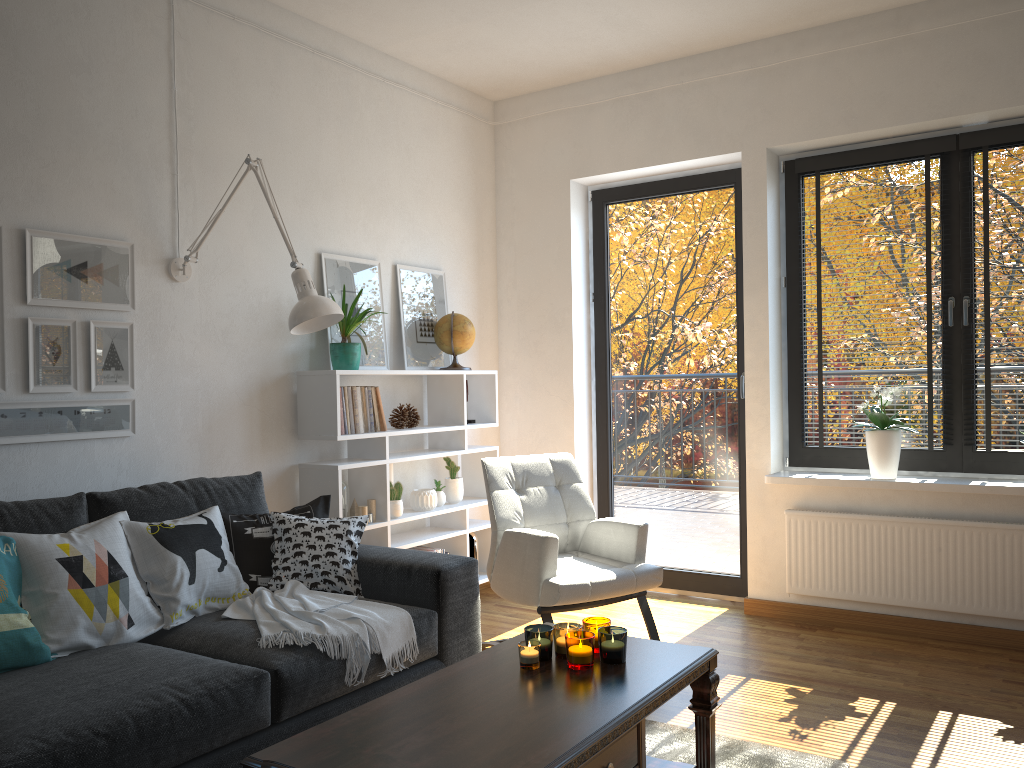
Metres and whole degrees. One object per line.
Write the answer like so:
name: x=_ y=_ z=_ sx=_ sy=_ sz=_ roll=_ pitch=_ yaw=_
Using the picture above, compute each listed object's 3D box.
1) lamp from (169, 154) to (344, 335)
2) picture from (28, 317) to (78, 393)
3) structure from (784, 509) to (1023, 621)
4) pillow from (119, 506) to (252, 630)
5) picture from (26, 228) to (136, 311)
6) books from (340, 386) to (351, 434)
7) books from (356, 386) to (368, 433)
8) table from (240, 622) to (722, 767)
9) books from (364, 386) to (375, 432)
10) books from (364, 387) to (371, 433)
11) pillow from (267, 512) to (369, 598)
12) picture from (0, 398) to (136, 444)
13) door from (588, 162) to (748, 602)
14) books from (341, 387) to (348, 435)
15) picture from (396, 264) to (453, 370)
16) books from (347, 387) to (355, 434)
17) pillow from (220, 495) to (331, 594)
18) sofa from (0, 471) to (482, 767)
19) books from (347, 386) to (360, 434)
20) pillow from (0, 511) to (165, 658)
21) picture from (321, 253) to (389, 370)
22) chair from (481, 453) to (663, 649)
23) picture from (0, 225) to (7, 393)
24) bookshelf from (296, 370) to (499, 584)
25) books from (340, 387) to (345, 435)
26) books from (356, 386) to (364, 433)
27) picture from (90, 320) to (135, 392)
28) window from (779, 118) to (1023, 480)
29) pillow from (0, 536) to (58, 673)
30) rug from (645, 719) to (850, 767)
lamp: x=-0.936 y=-0.510 z=3.282 sx=0.698 sy=0.670 sz=0.200 roll=-1 pitch=1 yaw=24
picture: x=-1.534 y=-0.095 z=2.960 sx=0.021 sy=0.248 sz=0.166 roll=-1 pitch=1 yaw=34
structure: x=1.911 y=0.814 z=3.816 sx=1.457 sy=0.459 sz=0.078 roll=-1 pitch=1 yaw=32
pillow: x=-1.019 y=0.575 z=2.826 sx=0.265 sy=0.318 sz=0.382 roll=-1 pitch=0 yaw=34
picture: x=-1.478 y=-0.384 z=3.049 sx=0.021 sy=0.248 sz=0.390 roll=-1 pitch=1 yaw=34
books: x=-0.761 y=0.115 z=3.856 sx=0.129 sy=0.209 sz=0.035 roll=-1 pitch=1 yaw=34
books: x=-0.704 y=0.115 z=3.944 sx=0.133 sy=0.209 sz=0.044 roll=-1 pitch=1 yaw=33
table: x=0.016 y=0.940 z=2.111 sx=0.570 sy=0.409 sz=1.179 roll=-1 pitch=0 yaw=34
books: x=-0.681 y=0.114 z=3.982 sx=0.133 sy=0.208 sz=0.044 roll=-1 pitch=1 yaw=34
books: x=-0.693 y=0.117 z=3.963 sx=0.131 sy=0.204 sz=0.035 roll=-1 pitch=1 yaw=34
pillow: x=-0.666 y=0.597 z=3.075 sx=0.358 sy=0.312 sz=0.169 roll=-1 pitch=1 yaw=-16
picture: x=-1.598 y=0.123 z=2.861 sx=0.021 sy=0.136 sz=0.837 roll=-1 pitch=0 yaw=34
door: x=0.860 y=0.001 z=4.795 sx=0.976 sy=2.275 sz=0.119 roll=-1 pitch=1 yaw=34
books: x=-0.772 y=0.118 z=3.843 sx=0.136 sy=0.210 sz=0.033 roll=-1 pitch=1 yaw=34
picture: x=-0.447 y=-0.331 z=4.557 sx=0.059 sy=0.532 sz=0.390 roll=-1 pitch=1 yaw=34
books: x=-0.750 y=0.116 z=3.875 sx=0.136 sy=0.209 sz=0.044 roll=-1 pitch=1 yaw=34
pillow: x=-0.848 y=0.584 z=3.127 sx=0.449 sy=0.358 sz=0.234 roll=-1 pitch=1 yaw=-30
sofa: x=-0.785 y=0.746 z=2.023 sx=2.163 sy=0.848 sz=2.508 roll=-1 pitch=0 yaw=34
books: x=-0.732 y=0.115 z=3.895 sx=0.133 sy=0.210 sz=0.044 roll=-1 pitch=1 yaw=34
pillow: x=-1.215 y=0.584 z=2.543 sx=0.285 sy=0.368 sz=0.436 roll=-1 pitch=1 yaw=34
picture: x=-0.729 y=-0.326 z=4.132 sx=0.059 sy=0.532 sz=0.390 roll=-1 pitch=1 yaw=34
chair: x=0.221 y=0.735 z=3.755 sx=0.545 sy=0.832 sz=0.685 roll=-1 pitch=1 yaw=-31
picture: x=-1.727 y=-0.236 z=2.664 sx=0.013 sy=0.534 sz=0.390 roll=-1 pitch=1 yaw=34
bookshelf: x=-0.493 y=0.537 z=4.271 sx=0.237 sy=1.201 sz=1.189 roll=-1 pitch=1 yaw=34
books: x=-0.783 y=0.117 z=3.823 sx=0.129 sy=0.205 sz=0.043 roll=-1 pitch=1 yaw=34
books: x=-0.720 y=0.115 z=3.921 sx=0.135 sy=0.208 sz=0.048 roll=-1 pitch=1 yaw=34
picture: x=-1.416 y=-0.098 z=3.137 sx=0.021 sy=0.248 sz=0.166 roll=-1 pitch=1 yaw=34
window: x=9.105 y=1.687 z=13.477 sx=21.827 sy=18.375 sz=12.971 roll=-1 pitch=1 yaw=-26
pillow: x=-1.407 y=0.572 z=2.249 sx=0.273 sy=0.340 sz=0.414 roll=-1 pitch=0 yaw=33
rug: x=0.080 y=1.145 z=2.178 sx=1.052 sy=0.034 sz=1.813 roll=-1 pitch=0 yaw=33
